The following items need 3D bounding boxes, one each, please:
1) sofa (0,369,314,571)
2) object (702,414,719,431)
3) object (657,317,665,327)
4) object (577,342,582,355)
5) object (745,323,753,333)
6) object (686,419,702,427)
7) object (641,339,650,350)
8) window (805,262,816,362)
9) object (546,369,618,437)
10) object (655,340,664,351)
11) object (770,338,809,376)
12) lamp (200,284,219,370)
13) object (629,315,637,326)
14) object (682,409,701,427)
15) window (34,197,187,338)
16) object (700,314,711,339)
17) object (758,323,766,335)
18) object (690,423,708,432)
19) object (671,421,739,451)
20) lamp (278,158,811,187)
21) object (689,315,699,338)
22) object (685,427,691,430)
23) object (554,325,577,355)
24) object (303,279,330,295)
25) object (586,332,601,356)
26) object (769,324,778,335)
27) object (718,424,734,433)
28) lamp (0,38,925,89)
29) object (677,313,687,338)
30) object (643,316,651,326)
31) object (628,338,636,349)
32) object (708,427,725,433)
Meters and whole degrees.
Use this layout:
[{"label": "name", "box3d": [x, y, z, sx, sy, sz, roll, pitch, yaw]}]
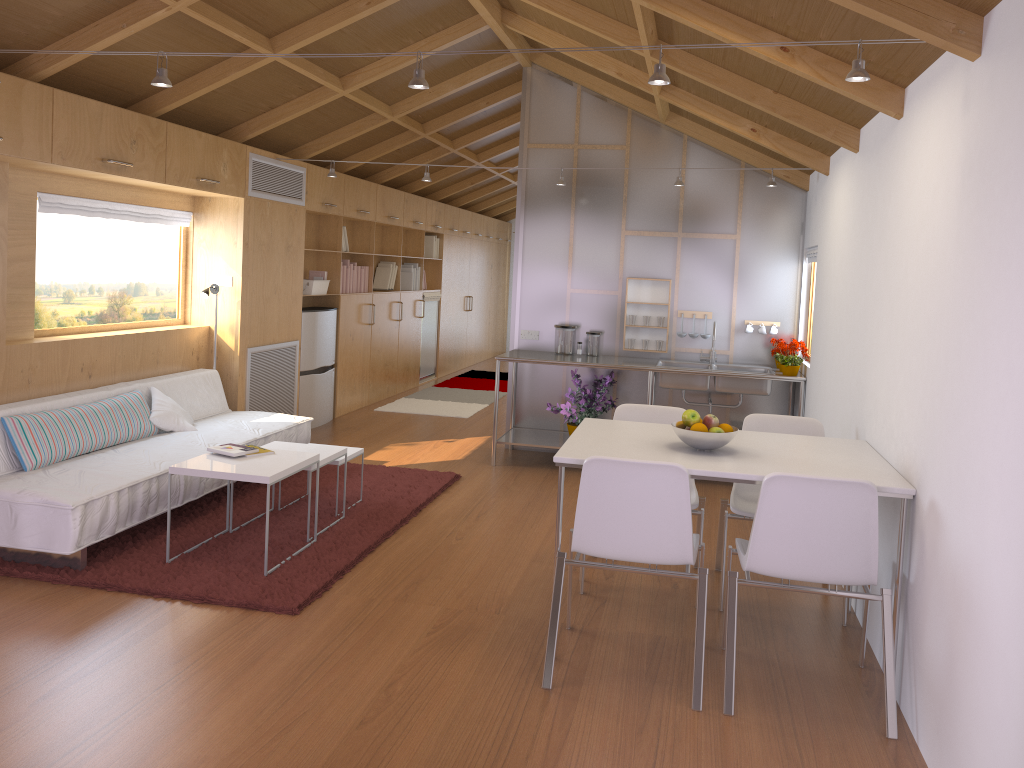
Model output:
[{"label": "sofa", "box3d": [-1.976, 0.364, 4.857, 0.863, 0.625, 2.367, 4, 7, 11]}, {"label": "object", "box3d": [0.760, 0.149, 3.387, 0.061, 0.066, 0.063, -1, 7, -40]}, {"label": "object", "box3d": [1.106, -0.462, 6.580, 0.061, 0.076, 0.062, 2, 5, -14]}, {"label": "object", "box3d": [0.501, -0.266, 6.562, 0.037, 0.092, 0.037, 5, 4, 27]}, {"label": "object", "box3d": [1.736, -0.410, 6.470, 0.059, 0.080, 0.063, 4, 5, 12]}, {"label": "object", "box3d": [0.716, 0.156, 3.472, 0.067, 0.067, 0.068, 2, 5, -13]}, {"label": "object", "box3d": [0.997, -0.293, 6.610, 0.061, 0.076, 0.062, 2, 5, -14]}, {"label": "window", "box3d": [2.078, -0.534, 6.016, 0.026, 0.791, 0.727, 3, 5, 11]}, {"label": "object", "box3d": [0.505, 0.156, 6.335, 0.525, 0.550, 0.353, 3, 4, 3]}, {"label": "object", "box3d": [1.098, -0.285, 6.589, 0.061, 0.076, 0.062, 2, 5, -14]}, {"label": "object", "box3d": [1.909, -0.194, 6.124, 0.233, 0.234, 0.692, 4, 7, 12]}, {"label": "lamp", "box3d": [-2.039, -0.087, 6.046, 0.182, 1.192, 0.256, 2, 3, -13]}, {"label": "object", "box3d": [0.904, -0.477, 6.622, 0.061, 0.076, 0.061, 5, 5, 24]}, {"label": "object", "box3d": [0.685, 0.131, 3.379, 0.070, 0.069, 0.077, 4, 6, 12]}, {"label": "window", "box3d": [-2.458, -0.727, 5.476, 0.035, 0.786, 1.504, 3, 6, 11]}, {"label": "object", "box3d": [1.429, -0.422, 6.512, 0.075, 0.182, 0.074, 6, 5, 43]}, {"label": "object", "box3d": [1.827, -0.402, 6.446, 0.059, 0.081, 0.062, 4, 5, 19]}, {"label": "object", "box3d": [0.706, 0.181, 3.336, 0.067, 0.067, 0.068, 2, 5, -13]}, {"label": "object", "box3d": [0.738, 0.208, 3.396, 0.255, 0.090, 0.256, -2, 8, -36]}, {"label": "lamp", "box3d": [0.140, -1.467, 6.148, 3.831, 0.152, 0.073, 4, 4, 12]}, {"label": "object", "box3d": [1.345, -0.428, 6.530, 0.075, 0.182, 0.074, 6, 5, 43]}, {"label": "object", "box3d": [0.705, 0.191, 3.408, 0.080, 0.089, 0.078, 0, 6, -29]}, {"label": "object", "box3d": [0.400, -0.334, 6.659, 0.172, 0.214, 0.172, 5, 5, 25]}, {"label": "object", "box3d": [-1.702, -0.820, 7.478, 0.203, 0.122, 0.351, 4, 7, 11]}, {"label": "object", "box3d": [0.608, -0.300, 6.637, 0.113, 0.176, 0.113, 5, 5, 32]}, {"label": "object", "box3d": [1.905, -0.398, 6.435, 0.059, 0.080, 0.063, 4, 5, 12]}, {"label": "object", "box3d": [0.816, 0.186, 3.393, 0.067, 0.066, 0.068, -1, 6, -34]}, {"label": "lamp", "box3d": [-0.513, -1.094, 3.025, 3.831, 0.152, 0.073, 4, 4, 12]}, {"label": "object", "box3d": [1.261, -0.434, 6.547, 0.075, 0.182, 0.074, 6, 5, 43]}, {"label": "object", "box3d": [1.005, -0.469, 6.601, 0.061, 0.076, 0.062, 2, 5, -14]}, {"label": "object", "box3d": [0.895, -0.301, 6.631, 0.061, 0.076, 0.061, 5, 5, 24]}, {"label": "object", "box3d": [0.772, 0.197, 3.339, 0.070, 0.069, 0.077, 4, 6, 12]}]
